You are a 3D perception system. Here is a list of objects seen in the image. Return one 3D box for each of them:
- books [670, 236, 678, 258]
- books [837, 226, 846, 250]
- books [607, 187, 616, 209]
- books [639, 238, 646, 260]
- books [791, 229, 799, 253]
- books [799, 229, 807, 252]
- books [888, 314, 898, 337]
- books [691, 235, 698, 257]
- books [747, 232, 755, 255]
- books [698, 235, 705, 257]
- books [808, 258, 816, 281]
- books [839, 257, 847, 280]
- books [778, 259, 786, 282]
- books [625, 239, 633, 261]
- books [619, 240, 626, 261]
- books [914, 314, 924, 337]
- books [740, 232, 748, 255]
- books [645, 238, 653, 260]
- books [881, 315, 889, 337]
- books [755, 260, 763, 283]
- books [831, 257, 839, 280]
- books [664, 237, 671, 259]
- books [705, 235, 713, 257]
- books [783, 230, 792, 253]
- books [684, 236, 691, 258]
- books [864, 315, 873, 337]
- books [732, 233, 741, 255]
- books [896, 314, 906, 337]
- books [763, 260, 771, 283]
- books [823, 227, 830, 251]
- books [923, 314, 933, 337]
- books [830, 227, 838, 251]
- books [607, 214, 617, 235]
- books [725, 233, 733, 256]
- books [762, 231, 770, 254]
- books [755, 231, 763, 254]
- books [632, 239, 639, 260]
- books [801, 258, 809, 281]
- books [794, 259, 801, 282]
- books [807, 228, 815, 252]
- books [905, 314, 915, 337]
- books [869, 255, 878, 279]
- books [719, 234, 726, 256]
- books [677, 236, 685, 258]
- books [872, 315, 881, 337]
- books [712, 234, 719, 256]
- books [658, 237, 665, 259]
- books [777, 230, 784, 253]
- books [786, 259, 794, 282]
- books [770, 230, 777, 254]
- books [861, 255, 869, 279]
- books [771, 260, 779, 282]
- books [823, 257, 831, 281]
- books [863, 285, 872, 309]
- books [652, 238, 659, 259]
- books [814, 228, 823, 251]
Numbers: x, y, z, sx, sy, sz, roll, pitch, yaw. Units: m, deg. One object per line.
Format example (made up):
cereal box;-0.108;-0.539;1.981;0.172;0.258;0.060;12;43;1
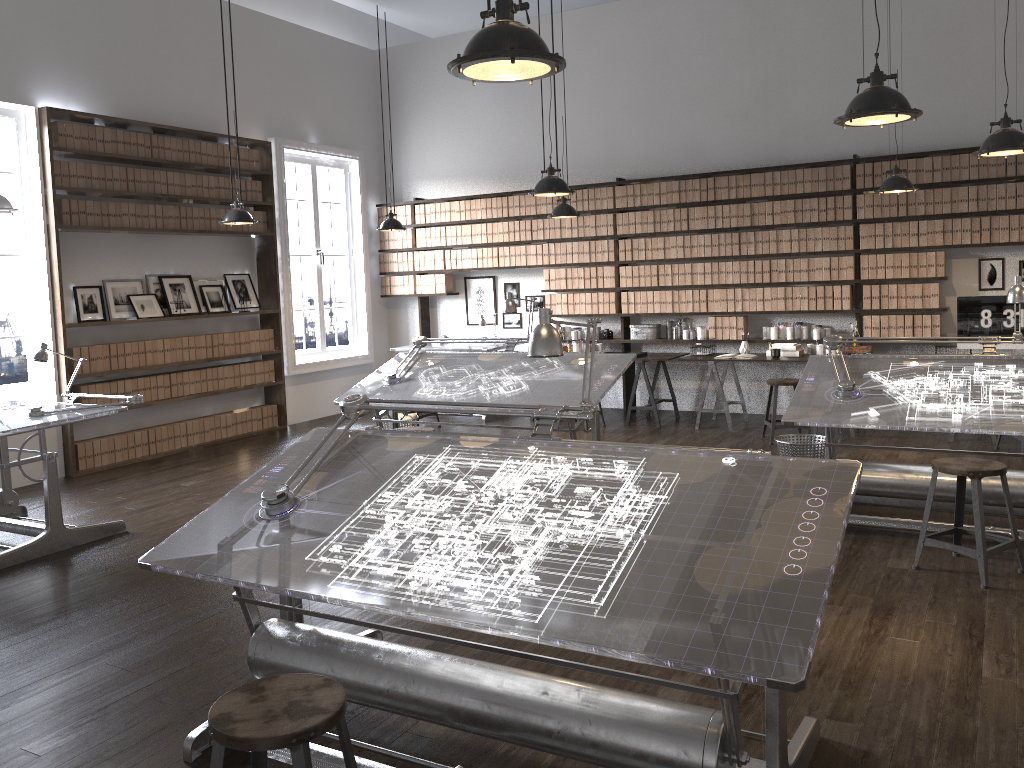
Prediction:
books;1.669;-1.380;8.983;0.067;0.225;0.175;0;5;30
books;3.062;-1.343;8.198;0.067;0.225;0.175;0;5;30
books;1.064;-1.944;9.272;0.067;0.225;0.175;0;5;30
books;1.374;-1.388;9.149;0.067;0.225;0.175;0;5;29
books;2.702;-1.352;8.398;0.067;0.225;0.175;0;5;30
books;2.765;-1.351;8.367;0.067;0.225;0.175;0;5;29
books;3.464;-0.515;8.044;0.067;0.225;0.175;0;5;29
books;1.856;-1.375;8.882;0.067;0.225;0.175;0;5;30
books;2.344;-1.362;8.601;0.067;0.225;0.175;0;5;30
books;1.915;-1.373;8.844;0.067;0.225;0.175;0;5;29
books;2.846;-1.074;8.345;0.067;0.225;0.175;0;5;30
books;3.081;-1.068;8.215;0.067;0.225;0.175;0;5;30
books;2.604;-1.080;8.479;0.067;0.225;0.175;0;5;29
books;1.246;-1.391;9.220;0.067;0.225;0.175;0;5;30
books;1.184;-1.393;9.261;0.067;0.225;0.175;0;5;29
books;3.652;-0.510;7.941;0.067;0.225;0.175;0;5;30
books;2.285;-1.364;8.640;0.067;0.225;0.175;0;5;30
books;1.437;-1.386;9.117;0.067;0.225;0.175;0;5;30
books;3.406;-0.516;8.071;0.067;0.225;0.175;0;5;30
books;2.414;-1.085;8.591;0.067;0.225;0.175;0;5;29
books;3.020;-1.069;8.248;0.067;0.225;0.175;0;5;30
books;1.615;-1.382;9.016;0.067;0.225;0.175;0;5;30
books;1.977;-1.371;8.806;0.067;0.225;0.175;0;5;29
books;2.640;-1.354;8.435;0.067;0.225;0.175;0;5;29
books;1.794;-1.377;8.915;0.067;0.225;0.175;0;5;30
books;3.282;-0.520;8.145;0.067;0.225;0.175;0;5;29
books;2.217;-1.365;8.672;0.067;0.225;0.175;0;5;29
books;3.522;-0.514;8.014;0.067;0.225;0.175;0;5;30
books;2.476;-1.083;8.550;0.067;0.225;0.175;0;5;30
books;2.947;-1.345;8.258;0.067;0.225;0.175;0;5;30
books;3.711;-0.508;7.902;0.067;0.225;0.175;0;5;30
books;3.005;-1.344;8.225;0.067;0.225;0.175;0;5;29
books;1.069;-1.669;9.295;0.067;0.225;0.175;0;5;29
books;2.155;-1.367;8.713;0.067;0.225;0.175;0;5;30
books;2.470;-1.359;8.534;0.067;0.225;0.175;0;5;29
books;2.408;-1.361;8.569;0.067;0.225;0.175;0;5;29
books;1.314;-1.390;9.188;0.067;0.225;0.175;0;5;29
books;2.785;-1.075;8.374;0.067;0.225;0.175;0;5;29
books;2.729;-1.077;8.412;0.067;0.225;0.175;0;5;30
books;2.827;-1.350;8.334;0.067;0.225;0.175;0;5;29
books;3.584;-0.512;7.973;0.067;0.225;0.175;0;5;29
books;3.306;-1.067;8.086;0.067;0.225;0.175;0;5;29
books;2.097;-1.369;8.743;0.067;0.225;0.175;0;5;29
books;1.731;-1.378;8.946;0.067;0.225;0.175;0;5;29
books;3.344;-0.518;8.107;0.067;0.225;0.175;0;5;29
books;2.039;-1.370;8.770;0.067;0.225;0.175;0;5;30
books;1.555;-1.382;9.044;0.067;0.225;0.175;0;5;29
books;2.586;-1.356;8.467;0.067;0.225;0.175;0;5;29
books;2.668;-1.079;8.447;0.067;0.225;0.175;0;5;30
books;2.526;-1.357;8.496;0.067;0.225;0.175;0;5;30
books;3.246;-1.069;8.122;0.067;0.225;0.175;0;5;29
books;2.544;-1.082;8.518;0.067;0.225;0.175;0;5;29
books;2.957;-1.070;8.279;0.067;0.225;0.175;0;5;29
books;3.271;-0.796;8.131;0.067;0.225;0.175;0;5;29
books;1.499;-1.385;9.083;0.067;0.225;0.175;0;5;30
books;2.886;-1.347;8.296;0.067;0.225;0.175;0;5;30
